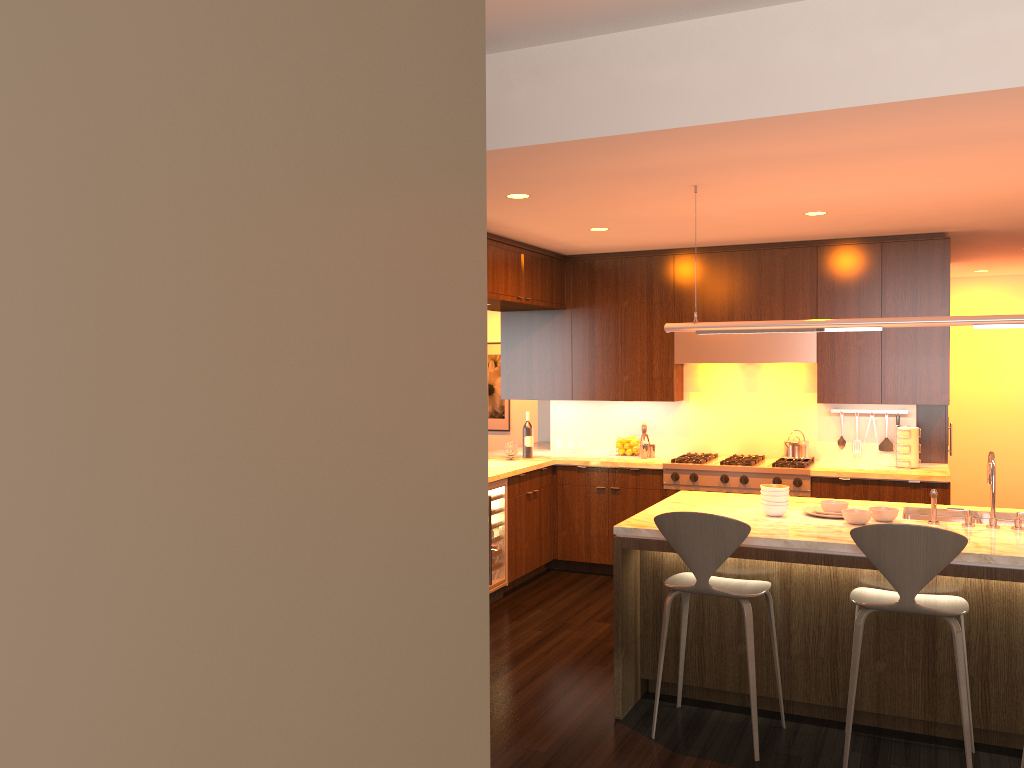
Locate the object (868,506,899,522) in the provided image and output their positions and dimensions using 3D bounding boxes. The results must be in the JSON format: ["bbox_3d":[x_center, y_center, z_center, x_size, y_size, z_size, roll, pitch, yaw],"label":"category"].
[{"bbox_3d":[1.784,0.628,4.256,0.138,0.059,0.139,-1,2,-39],"label":"object"}]

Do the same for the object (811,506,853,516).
[{"bbox_3d":[1.612,0.640,4.437,0.217,0.025,0.216,1,2,42],"label":"object"}]

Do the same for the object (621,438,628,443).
[{"bbox_3d":[0.931,0.469,7.344,0.063,0.051,0.053,0,1,15],"label":"object"}]

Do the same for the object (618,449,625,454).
[{"bbox_3d":[0.914,0.564,7.412,0.061,0.053,0.053,0,1,10],"label":"object"}]

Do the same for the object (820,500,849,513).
[{"bbox_3d":[1.612,0.619,4.436,0.138,0.059,0.139,-1,2,-39],"label":"object"}]

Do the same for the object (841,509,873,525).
[{"bbox_3d":[1.628,0.630,4.186,0.138,0.059,0.139,-1,2,-39],"label":"object"}]

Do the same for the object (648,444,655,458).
[{"bbox_3d":[1.134,0.544,7.197,0.060,0.106,0.060,-1,1,-33],"label":"object"}]

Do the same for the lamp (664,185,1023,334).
[{"bbox_3d":[1.929,-0.635,4.120,2.465,0.765,0.120,0,1,25],"label":"lamp"}]

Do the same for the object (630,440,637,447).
[{"bbox_3d":[1.004,0.492,7.333,0.061,0.052,0.053,-1,1,-19],"label":"object"}]

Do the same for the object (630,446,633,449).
[{"bbox_3d":[1.011,0.526,7.380,0.051,0.053,0.062,-1,1,-24],"label":"object"}]

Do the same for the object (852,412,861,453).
[{"bbox_3d":[2.619,0.369,6.736,0.066,0.314,0.004,0,1,25],"label":"object"}]

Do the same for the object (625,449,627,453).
[{"bbox_3d":[0.966,0.558,7.384,0.057,0.060,0.052,-1,1,-26],"label":"object"}]

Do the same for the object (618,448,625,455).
[{"bbox_3d":[0.911,0.559,7.354,0.060,0.057,0.052,-1,1,-30],"label":"object"}]

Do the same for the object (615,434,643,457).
[{"bbox_3d":[0.978,0.507,7.396,0.207,0.175,0.189,0,1,23],"label":"object"}]

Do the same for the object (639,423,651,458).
[{"bbox_3d":[1.056,0.455,7.152,0.101,0.288,0.088,-1,2,-35],"label":"object"}]

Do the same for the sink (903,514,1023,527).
[{"bbox_3d":[2.330,0.778,4.335,0.813,0.176,0.457,0,1,25],"label":"sink"}]

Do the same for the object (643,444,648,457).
[{"bbox_3d":[1.090,0.543,7.259,0.060,0.106,0.060,-1,1,-33],"label":"object"}]

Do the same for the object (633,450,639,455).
[{"bbox_3d":[1.028,0.566,7.351,0.051,0.053,0.063,-1,1,-24],"label":"object"}]

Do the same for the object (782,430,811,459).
[{"bbox_3d":[2.188,0.459,6.819,0.221,0.218,0.221,0,1,10],"label":"object"}]

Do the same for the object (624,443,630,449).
[{"bbox_3d":[0.952,0.514,7.344,0.052,0.053,0.062,0,1,30],"label":"object"}]

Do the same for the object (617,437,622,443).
[{"bbox_3d":[0.900,0.472,7.387,0.052,0.060,0.057,-2,2,-44],"label":"object"}]

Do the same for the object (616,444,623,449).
[{"bbox_3d":[0.892,0.512,7.360,0.063,0.051,0.053,0,1,27],"label":"object"}]

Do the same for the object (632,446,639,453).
[{"bbox_3d":[1.018,0.538,7.311,0.052,0.054,0.061,1,2,35],"label":"object"}]

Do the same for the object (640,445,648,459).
[{"bbox_3d":[1.065,0.546,7.142,0.060,0.106,0.060,-1,1,-33],"label":"object"}]

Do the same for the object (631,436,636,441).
[{"bbox_3d":[1.022,0.464,7.445,0.050,0.060,0.059,-1,1,-32],"label":"object"}]

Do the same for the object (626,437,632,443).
[{"bbox_3d":[0.969,0.464,7.390,0.051,0.053,0.063,-1,1,-31],"label":"object"}]

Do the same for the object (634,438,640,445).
[{"bbox_3d":[1.038,0.479,7.380,0.051,0.053,0.063,-1,1,-19],"label":"object"}]

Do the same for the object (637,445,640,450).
[{"bbox_3d":[1.042,0.529,7.376,0.051,0.055,0.061,1,2,37],"label":"object"}]

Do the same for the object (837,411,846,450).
[{"bbox_3d":[2.520,0.353,6.778,0.061,0.296,0.020,0,1,24],"label":"object"}]

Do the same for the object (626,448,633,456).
[{"bbox_3d":[0.971,0.565,7.341,0.064,0.063,0.074,-1,1,-12],"label":"object"}]

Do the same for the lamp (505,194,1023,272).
[{"bbox_3d":[-3.611,-1.190,9.649,16.431,0.171,5.868,0,1,25],"label":"lamp"}]
